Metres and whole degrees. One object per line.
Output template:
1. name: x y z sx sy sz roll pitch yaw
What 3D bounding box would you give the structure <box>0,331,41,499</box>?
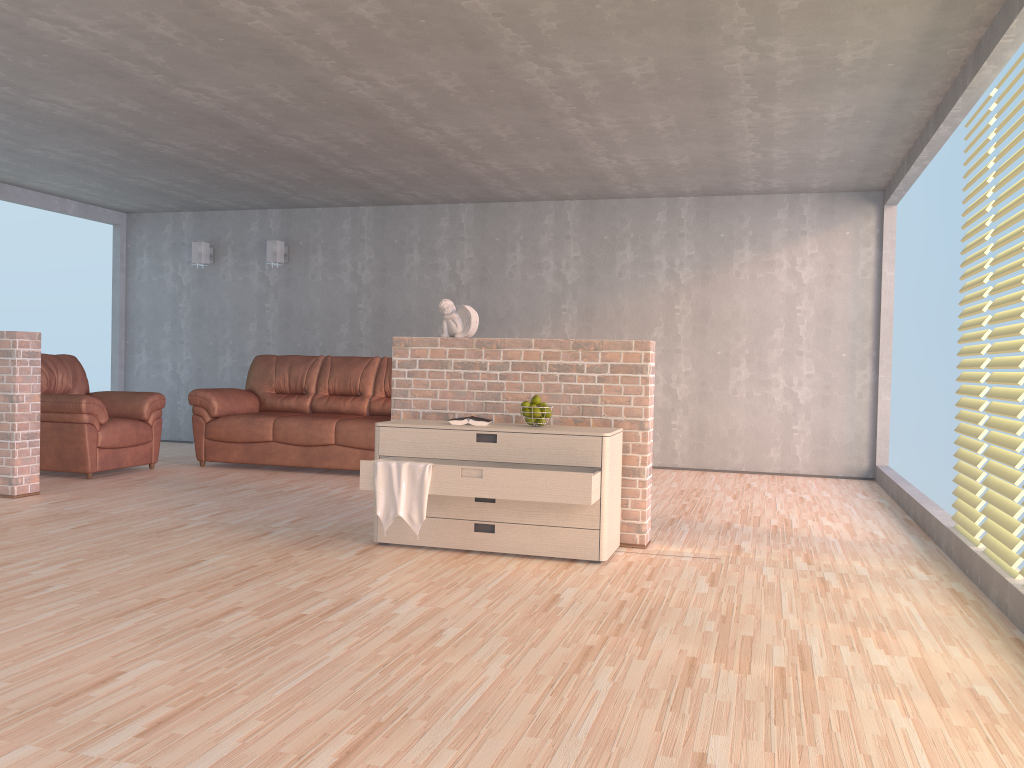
1. structure: -3.780 0.174 5.881 1.422 1.057 0.211 2 1 16

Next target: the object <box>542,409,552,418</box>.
1. object: 0.172 0.147 4.431 0.053 0.054 0.053 0 2 -38

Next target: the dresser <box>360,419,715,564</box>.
1. dresser: 0.137 0.522 4.272 1.686 0.612 0.605 2 1 16

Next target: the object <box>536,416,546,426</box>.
1. object: 0.144 0.183 4.399 0.046 0.048 0.048 1 1 5

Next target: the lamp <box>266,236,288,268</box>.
1. lamp: -2.407 -1.347 9.069 0.165 0.319 0.177 2 1 16

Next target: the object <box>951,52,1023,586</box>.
1. object: 1.686 -0.263 2.419 0.044 2.114 4.372 2 1 16

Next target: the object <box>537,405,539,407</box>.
1. object: 0.148 0.130 4.470 0.053 0.048 0.054 2 1 23

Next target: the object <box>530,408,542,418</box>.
1. object: 0.117 0.142 4.372 0.057 0.057 0.057 0 2 -41

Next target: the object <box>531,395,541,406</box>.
1. object: 0.120 0.082 4.429 0.054 0.056 0.054 2 1 16

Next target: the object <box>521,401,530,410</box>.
1. object: 0.067 0.105 4.399 0.046 0.045 0.046 2 1 15

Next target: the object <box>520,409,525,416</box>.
1. object: 0.064 0.138 4.426 0.046 0.044 0.046 2 1 12

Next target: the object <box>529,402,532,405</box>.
1. object: 0.095 0.117 4.457 0.054 0.053 0.049 0 2 -43

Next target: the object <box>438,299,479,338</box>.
1. object: -0.304 -0.359 4.864 0.216 0.218 0.131 2 1 15

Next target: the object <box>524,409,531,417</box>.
1. object: 0.077 0.143 4.384 0.038 0.040 0.039 2 1 24

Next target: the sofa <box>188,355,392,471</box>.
1. sofa: -1.556 0.212 7.608 2.202 0.923 0.981 2 1 16

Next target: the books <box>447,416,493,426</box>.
1. books: -0.209 0.184 4.455 0.209 0.040 0.146 1 1 6

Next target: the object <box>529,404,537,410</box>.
1. object: 0.105 0.118 4.403 0.039 0.038 0.039 0 2 -45

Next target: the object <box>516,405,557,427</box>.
1. object: 0.122 0.161 4.422 0.202 0.104 0.202 2 1 10

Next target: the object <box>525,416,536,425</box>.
1. object: 0.093 0.177 4.419 0.059 0.055 0.060 1 1 -29

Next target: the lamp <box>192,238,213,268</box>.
1. lamp: -3.257 -1.372 9.310 0.165 0.319 0.168 2 1 16

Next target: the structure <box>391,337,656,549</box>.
1. structure: 0.036 0.286 4.780 1.422 1.057 0.211 2 1 16

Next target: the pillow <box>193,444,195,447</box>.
1. pillow: -3.091 0.497 9.131 0.327 0.326 0.241 2 1 20

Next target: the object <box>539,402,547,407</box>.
1. object: 0.155 0.113 4.413 0.043 0.043 0.039 1 1 2

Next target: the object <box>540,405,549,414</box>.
1. object: 0.160 0.126 4.371 0.046 0.047 0.047 0 2 -36

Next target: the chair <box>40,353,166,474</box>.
1. chair: -3.413 0.205 6.991 0.936 0.879 0.970 2 1 15

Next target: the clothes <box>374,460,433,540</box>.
1. clothes: -0.500 0.545 4.156 0.325 0.369 0.097 2 1 17
